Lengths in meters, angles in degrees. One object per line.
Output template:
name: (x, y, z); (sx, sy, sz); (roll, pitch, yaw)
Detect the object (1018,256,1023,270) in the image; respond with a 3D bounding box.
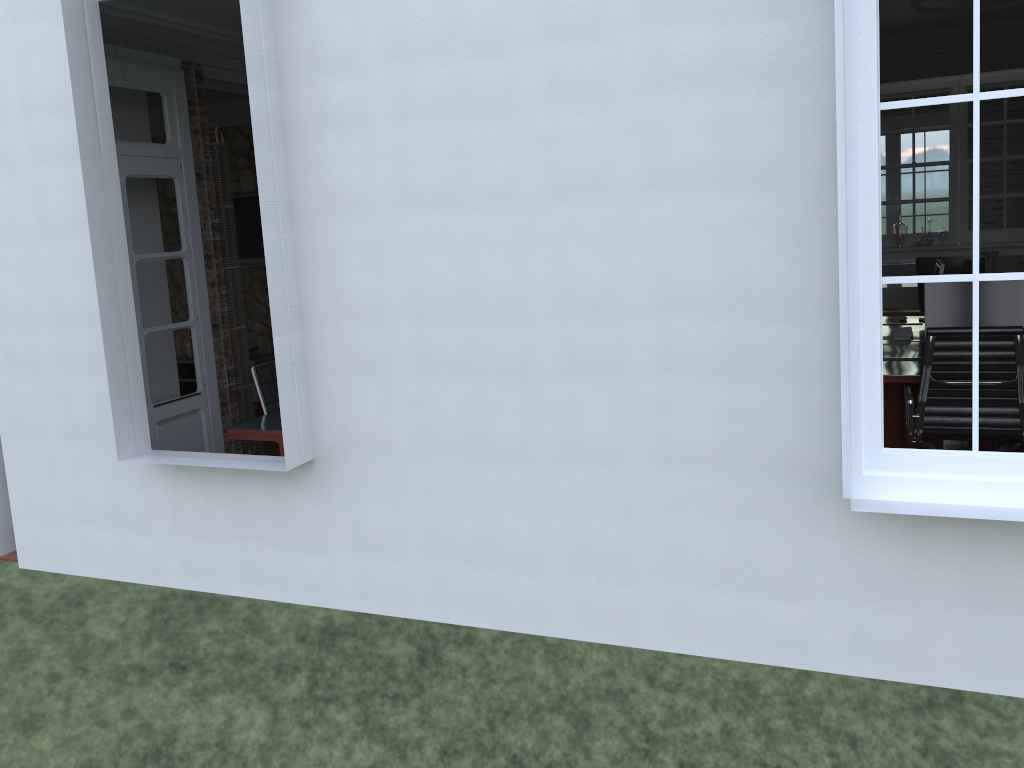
object: (4.464, -1.012, 7.652); (0.189, 0.270, 0.167); (-9, 10, -32)

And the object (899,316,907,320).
object: (2.970, -0.501, 6.723); (0.059, 0.028, 0.107); (0, 11, 21)

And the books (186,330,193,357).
books: (-3.267, -0.428, 9.154); (0.066, 0.261, 0.199); (-1, 9, 23)

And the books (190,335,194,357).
books: (-3.214, -0.408, 9.121); (0.057, 0.227, 0.190); (-1, 9, 23)

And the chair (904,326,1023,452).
chair: (2.338, 0.173, 4.591); (0.665, 1.015, 0.704); (0, 9, 27)

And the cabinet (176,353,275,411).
cabinet: (-3.002, -0.028, 8.968); (1.422, 0.507, 0.492); (1, 10, 23)

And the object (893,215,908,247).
object: (3.536, -1.380, 8.066); (0.129, 0.313, 0.129); (-11, 10, -42)

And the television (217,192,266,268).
television: (-2.734, -1.526, 8.833); (1.127, 0.727, 0.105); (0, 8, 23)

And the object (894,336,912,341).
object: (2.557, -0.300, 5.790); (0.106, 0.028, 0.059); (0, 11, 21)

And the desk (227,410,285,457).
desk: (-0.454, 0.433, 5.145); (1.712, 0.649, 1.457); (1, 11, 23)

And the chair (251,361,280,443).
chair: (-1.160, 0.314, 5.339); (0.601, 0.913, 0.479); (0, 9, 23)

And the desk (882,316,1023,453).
desk: (3.049, 0.074, 5.657); (1.300, 0.722, 2.528); (0, 11, 23)

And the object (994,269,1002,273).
object: (4.321, -1.004, 7.983); (0.159, 0.152, 0.218); (-2, 9, 8)

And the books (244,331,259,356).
books: (-2.618, -0.403, 8.867); (0.034, 0.233, 0.184); (-1, 9, 23)

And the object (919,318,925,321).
object: (3.270, -0.489, 6.591); (0.439, 0.017, 0.119); (1, 11, 23)

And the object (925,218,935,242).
object: (3.777, -1.362, 8.009); (0.088, 0.269, 0.088); (-1, 8, 18)

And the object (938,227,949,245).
object: (3.903, -1.329, 8.012); (0.094, 0.186, 0.095); (-4, 8, -2)

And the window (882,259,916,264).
window: (4.911, -2.452, 11.421); (1.539, 1.925, 0.128); (0, 8, 23)

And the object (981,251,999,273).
object: (4.191, -1.019, 7.760); (0.143, 0.276, 0.144); (2, 10, 37)

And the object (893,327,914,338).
object: (2.689, -0.357, 6.087); (0.118, 0.017, 0.442); (1, 11, 23)

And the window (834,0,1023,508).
window: (1.769, -0.597, 2.591); (1.527, 1.970, 0.128); (0, 8, 23)

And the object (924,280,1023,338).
object: (2.534, -0.359, 4.866); (0.483, 0.481, 0.191); (0, 9, 23)

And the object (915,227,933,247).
object: (3.684, -1.305, 7.926); (0.148, 0.199, 0.149); (-3, 8, 5)

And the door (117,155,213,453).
door: (-2.176, -0.214, 5.098); (0.041, 2.166, 1.169); (-1, 9, 23)

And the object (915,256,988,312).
object: (3.154, -0.676, 6.367); (0.190, 0.481, 0.485); (-11, 11, -41)

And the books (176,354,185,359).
books: (-3.527, -0.279, 9.077); (0.306, 0.028, 0.225); (6, 14, 43)

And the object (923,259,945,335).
object: (2.869, -0.581, 5.948); (0.189, 0.481, 0.487); (0, 9, 23)
